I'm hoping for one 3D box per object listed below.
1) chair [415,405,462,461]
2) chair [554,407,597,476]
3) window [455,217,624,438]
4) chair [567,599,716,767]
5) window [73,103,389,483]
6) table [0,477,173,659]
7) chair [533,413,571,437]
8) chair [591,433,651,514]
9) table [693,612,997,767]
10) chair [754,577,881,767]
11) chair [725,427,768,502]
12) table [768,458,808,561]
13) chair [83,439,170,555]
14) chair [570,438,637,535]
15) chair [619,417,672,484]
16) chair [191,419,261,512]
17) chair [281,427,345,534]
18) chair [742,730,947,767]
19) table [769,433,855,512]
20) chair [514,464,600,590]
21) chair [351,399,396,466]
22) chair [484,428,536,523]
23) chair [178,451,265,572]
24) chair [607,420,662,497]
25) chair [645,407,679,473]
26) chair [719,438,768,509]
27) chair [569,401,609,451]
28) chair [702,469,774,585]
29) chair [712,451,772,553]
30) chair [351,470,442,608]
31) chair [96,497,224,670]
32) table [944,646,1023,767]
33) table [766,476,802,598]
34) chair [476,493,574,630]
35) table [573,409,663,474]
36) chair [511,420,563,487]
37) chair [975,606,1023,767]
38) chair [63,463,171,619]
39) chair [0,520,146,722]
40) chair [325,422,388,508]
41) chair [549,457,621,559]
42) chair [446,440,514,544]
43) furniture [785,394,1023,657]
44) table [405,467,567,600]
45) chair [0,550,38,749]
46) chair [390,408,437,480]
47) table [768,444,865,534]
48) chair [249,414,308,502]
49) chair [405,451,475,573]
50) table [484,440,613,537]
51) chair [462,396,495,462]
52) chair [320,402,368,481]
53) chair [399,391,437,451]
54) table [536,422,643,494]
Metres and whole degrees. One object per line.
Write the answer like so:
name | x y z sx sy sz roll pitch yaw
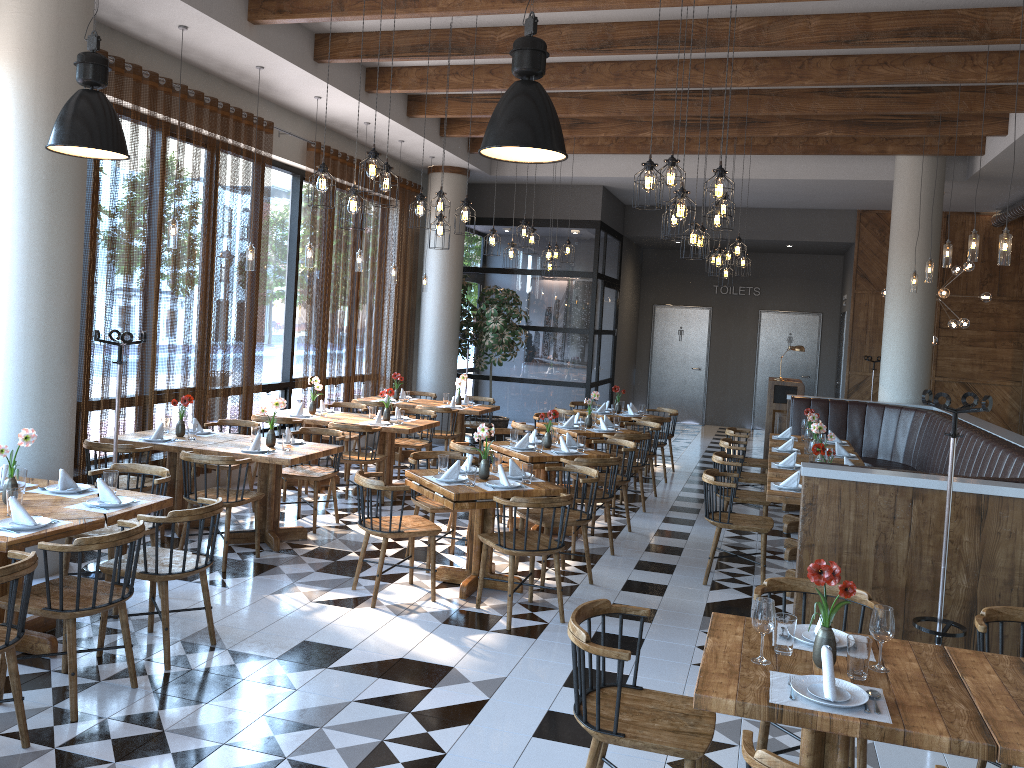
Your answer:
chair | -0.895 0.662 10.641 0.520 0.816 0.550 4 3 16
chair | 0.789 0.720 11.239 0.549 0.816 0.520 2 3 -29
window | 0.333 -0.950 15.323 2.730 3.544 2.188 4 2 16
chair | 0.460 1.275 3.249 0.550 0.816 0.520 4 2 16
window | -3.030 -0.628 5.305 4.490 3.160 15.164 3 4 -7
table | -2.663 1.012 4.681 1.217 0.763 1.215 5 4 20
chair | 0.511 0.771 10.300 0.519 0.816 0.551 2 3 -29
chair | 1.124 0.889 9.167 0.519 0.816 0.551 2 3 -29
table | 1.070 1.353 3.053 0.851 0.763 0.851 4 3 16
chair | 1.251 1.291 3.694 0.520 0.816 0.550 4 3 16
chair | 2.643 0.927 9.911 0.550 0.816 0.520 4 2 16
table | 2.621 1.116 7.625 0.851 0.763 0.851 4 3 16
chair | -2.941 0.823 6.702 0.520 0.816 0.550 4 3 16
chair | 0.854 0.938 8.258 0.549 0.816 0.520 2 3 -29
chair | 1.662 0.791 10.980 0.519 0.816 0.551 2 3 -29
chair | -2.570 0.755 7.954 0.520 0.816 0.550 4 3 16
chair | -1.762 0.821 7.715 0.520 0.816 0.550 4 3 16
chair | 0.873 1.360 2.421 0.520 0.816 0.550 4 3 16
table | 3.245 1.002 9.728 0.851 0.763 0.851 4 3 16
chair | 0.343 1.032 6.533 0.549 0.816 0.520 2 3 -29
chair | -1.702 0.597 10.880 0.520 0.816 0.550 4 3 16
chair | -0.018 0.868 8.517 0.519 0.816 0.551 2 3 -29
chair | -2.134 0.889 6.464 0.520 0.816 0.550 4 3 16
chair | 1.383 0.842 10.041 0.549 0.816 0.520 2 3 -29
chair | 1.919 0.742 11.878 0.549 0.816 0.520 2 3 -29
chair | 2.329 0.984 8.854 0.550 0.816 0.520 4 2 16
chair | 1.049 0.673 12.113 0.519 0.816 0.551 2 3 -29
chair | 1.702 1.098 6.741 0.550 0.816 0.520 4 2 16
chair | 2.016 1.041 7.798 0.550 0.816 0.520 4 2 16
chair | -0.789 1.009 5.918 0.549 0.816 0.520 2 3 -29
chair | -1.865 1.027 4.759 0.550 0.816 0.520 4 2 16
table | 1.886 1.419 2.812 0.851 0.763 0.851 4 3 16
table | 2.307 1.174 6.567 0.851 0.763 0.851 4 3 16
chair | 0.083 1.079 5.659 0.519 0.816 0.551 2 3 -29
table | 1.356 0.759 11.543 0.863 0.763 0.866 2 3 -29
chair | 0.252 0.818 9.426 0.549 0.816 0.520 2 3 -29
chair | 2.081 1.358 3.449 0.520 0.816 0.550 4 3 16
chair | -2.431 0.943 5.469 0.520 0.816 0.550 4 3 16
chair | -2.044 1.060 4.155 0.550 0.816 0.520 4 2 16
chair | -1.508 0.774 8.574 0.520 0.816 0.550 4 3 16
chair | 0.595 0.986 7.385 0.519 0.816 0.551 2 3 -29
chair | -0.277 0.915 7.643 0.549 0.816 0.520 2 3 -29
furniture | 3.474 0.950 7.957 1.919 1.148 6.595 4 4 16
table | -0.219 1.047 6.233 0.863 0.763 0.866 2 3 -29
chair | -2.229 1.094 3.531 0.550 0.816 0.520 4 2 16
chair | -1.136 0.707 9.826 0.520 0.816 0.550 4 3 16
table | 2.931 1.060 8.670 0.851 0.763 0.851 4 3 16
chair | -2.315 0.709 8.813 0.520 0.816 0.550 4 3 16
chair | -0.530 0.961 6.791 0.519 0.816 0.551 2 3 -29
table | 0.293 0.953 7.958 0.863 0.763 0.866 2 3 -29
chair | -0.523 0.595 11.892 0.520 0.816 0.550 4 3 16
chair | -1.943 0.641 10.065 0.520 0.816 0.550 4 3 16
chair | -1.330 0.529 12.131 0.520 0.816 0.550 4 3 16
table | 0.822 0.857 9.741 0.863 0.763 0.866 2 3 -29
